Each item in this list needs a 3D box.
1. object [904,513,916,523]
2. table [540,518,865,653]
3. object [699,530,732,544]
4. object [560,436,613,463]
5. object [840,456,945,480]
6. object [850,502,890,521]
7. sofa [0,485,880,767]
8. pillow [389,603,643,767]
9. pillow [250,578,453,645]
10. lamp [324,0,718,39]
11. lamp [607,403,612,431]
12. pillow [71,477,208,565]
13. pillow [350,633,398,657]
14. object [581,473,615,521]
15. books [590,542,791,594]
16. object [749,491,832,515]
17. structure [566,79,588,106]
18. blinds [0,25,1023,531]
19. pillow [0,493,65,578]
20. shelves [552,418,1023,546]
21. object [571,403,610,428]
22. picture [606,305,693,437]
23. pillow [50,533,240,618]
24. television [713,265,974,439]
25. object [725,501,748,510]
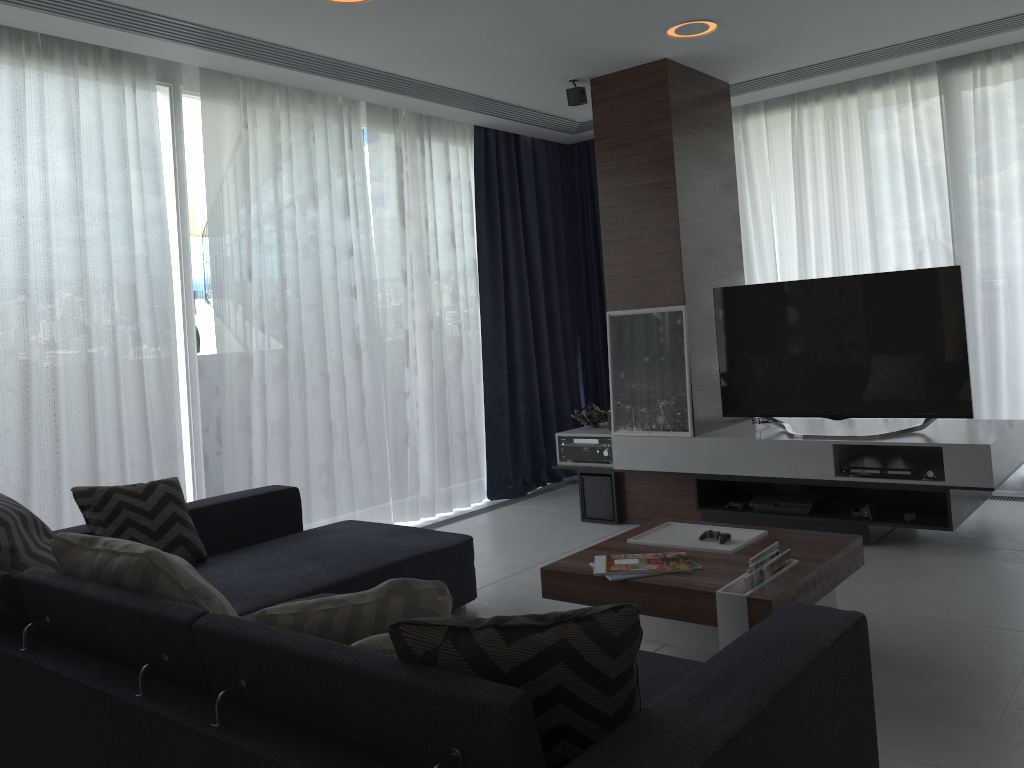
[{"bbox_3d":[1.825,0.614,4.046,0.044,0.043,0.044,-3,1,39],"label":"object"},{"bbox_3d":[0.664,0.732,2.993,0.798,0.353,0.808,-2,3,39],"label":"table"},{"bbox_3d":[0.718,0.535,3.112,0.071,0.036,0.112,-6,3,-38],"label":"object"},{"bbox_3d":[0.540,0.373,5.304,0.368,0.150,0.370,-2,3,39],"label":"object"},{"bbox_3d":[1.830,0.397,4.194,0.429,0.053,0.337,-1,4,39],"label":"object"},{"bbox_3d":[1.695,0.596,4.225,0.117,0.079,0.183,-5,3,-21],"label":"object"},{"bbox_3d":[-0.393,0.697,2.693,2.865,0.608,1.906,-1,4,39],"label":"sofa"},{"bbox_3d":[0.026,0.542,1.497,0.415,0.386,0.221,-4,0,9],"label":"pillow"},{"bbox_3d":[-0.323,0.572,1.869,0.418,0.352,0.280,-4,0,-8],"label":"pillow"},{"bbox_3d":[2.841,-1.644,0.964,9.562,0.084,5.362,-2,4,25],"label":"lamp"},{"bbox_3d":[0.607,0.171,5.209,0.077,0.211,0.153,-4,0,-3],"label":"lamp"},{"bbox_3d":[-1.399,0.537,3.352,0.285,0.345,0.416,-4,1,44],"label":"pillow"},{"bbox_3d":[-0.085,0.573,1.713,0.416,0.295,0.330,-4,1,1],"label":"pillow"},{"bbox_3d":[0.566,0.642,5.158,0.212,0.251,0.255,-4,1,39],"label":"object"},{"bbox_3d":[4.163,0.481,1.649,8.220,0.373,0.406,-3,1,18],"label":"books"},{"bbox_3d":[1.423,0.602,4.511,0.313,0.067,0.315,-1,4,39],"label":"object"},{"bbox_3d":[0.374,-1.683,5.123,0.084,0.142,0.114,-4,0,29],"label":"structure"},{"bbox_3d":[0.488,-0.448,2.680,5.782,2.775,7.161,-2,4,42],"label":"blinds"},{"bbox_3d":[-1.618,0.595,2.824,0.356,0.519,0.597,-4,1,-21],"label":"pillow"},{"bbox_3d":[1.429,0.491,4.859,2.343,0.500,0.876,-1,3,39],"label":"shelves"},{"bbox_3d":[0.520,0.192,5.470,0.311,0.150,0.137,-4,1,-4],"label":"object"},{"bbox_3d":[0.751,-0.066,4.864,0.498,0.702,0.053,-4,-1,39],"label":"picture"},{"bbox_3d":[-0.896,0.560,2.246,0.493,0.388,0.343,-3,1,39],"label":"pillow"},{"bbox_3d":[1.615,-0.143,4.431,1.227,0.787,0.298,-2,0,39],"label":"television"},{"bbox_3d":[1.172,0.630,4.602,0.071,0.036,0.112,-6,3,-38],"label":"object"}]
